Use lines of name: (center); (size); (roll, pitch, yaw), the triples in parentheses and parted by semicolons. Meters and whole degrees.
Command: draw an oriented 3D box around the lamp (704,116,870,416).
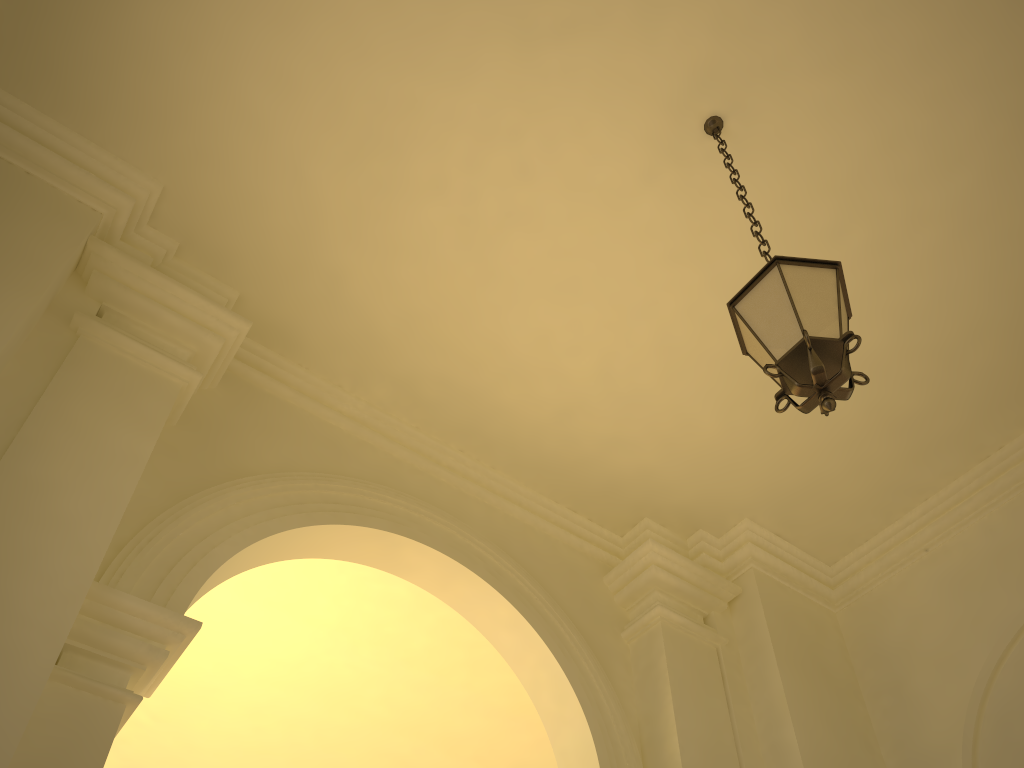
lamp: (1.102, -0.665, 3.912); (0.510, 2.367, 0.478); (4, -50, -3)
